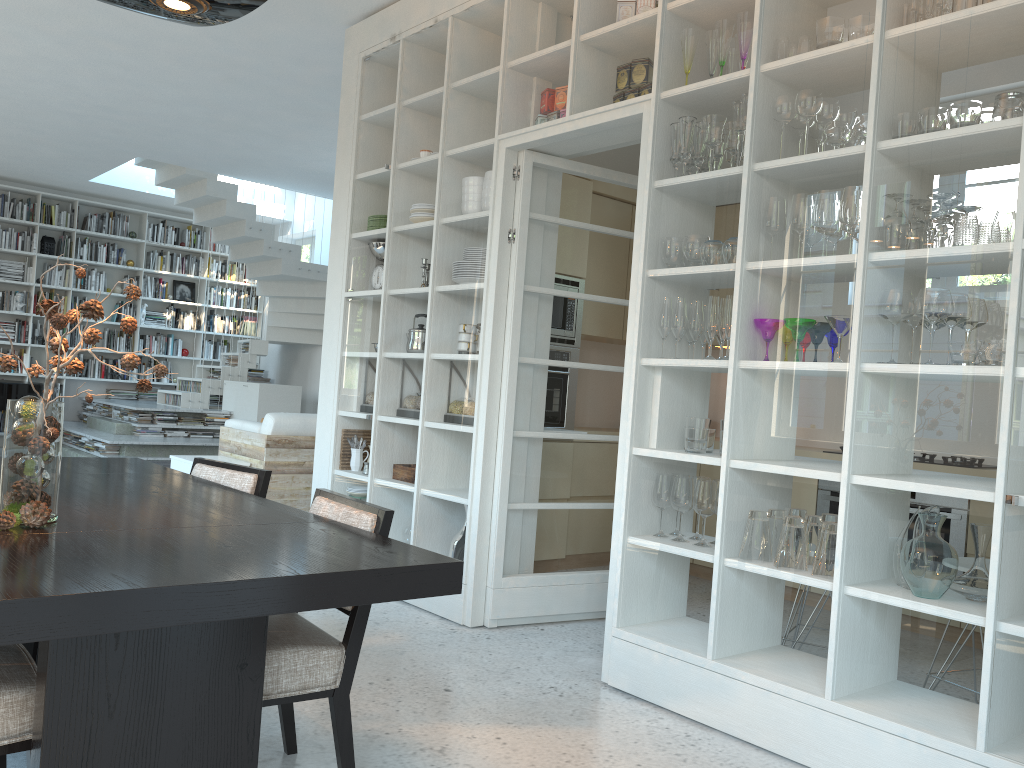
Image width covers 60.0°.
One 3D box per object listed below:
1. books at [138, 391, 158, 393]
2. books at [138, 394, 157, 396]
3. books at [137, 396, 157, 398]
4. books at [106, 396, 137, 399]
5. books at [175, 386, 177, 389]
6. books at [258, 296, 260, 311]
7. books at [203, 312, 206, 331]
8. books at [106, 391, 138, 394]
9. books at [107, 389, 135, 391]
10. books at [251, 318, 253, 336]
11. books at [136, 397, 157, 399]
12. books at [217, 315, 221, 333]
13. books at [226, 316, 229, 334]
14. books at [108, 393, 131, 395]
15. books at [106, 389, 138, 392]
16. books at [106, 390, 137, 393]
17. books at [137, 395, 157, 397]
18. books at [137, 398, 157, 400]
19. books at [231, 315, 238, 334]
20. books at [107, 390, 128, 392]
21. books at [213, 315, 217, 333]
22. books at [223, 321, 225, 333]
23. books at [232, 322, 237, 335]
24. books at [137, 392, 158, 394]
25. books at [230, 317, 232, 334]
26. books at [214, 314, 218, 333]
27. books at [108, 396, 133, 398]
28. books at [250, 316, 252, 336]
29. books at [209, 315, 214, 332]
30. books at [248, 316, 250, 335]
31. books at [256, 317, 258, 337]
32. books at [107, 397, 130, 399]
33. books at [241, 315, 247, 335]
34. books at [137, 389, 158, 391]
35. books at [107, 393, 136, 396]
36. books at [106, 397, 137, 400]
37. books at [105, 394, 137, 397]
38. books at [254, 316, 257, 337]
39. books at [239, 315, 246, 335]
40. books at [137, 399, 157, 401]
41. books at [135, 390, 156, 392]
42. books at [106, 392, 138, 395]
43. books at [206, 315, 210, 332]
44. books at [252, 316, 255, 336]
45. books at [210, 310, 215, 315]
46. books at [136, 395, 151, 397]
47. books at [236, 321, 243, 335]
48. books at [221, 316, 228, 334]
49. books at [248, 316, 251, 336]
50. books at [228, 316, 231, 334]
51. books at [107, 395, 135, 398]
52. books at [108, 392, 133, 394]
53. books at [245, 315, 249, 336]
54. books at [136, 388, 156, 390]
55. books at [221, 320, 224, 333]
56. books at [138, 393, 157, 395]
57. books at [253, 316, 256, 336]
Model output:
[{"bbox_3d":[-4.879,0.106,11.873,0.285,0.005,0.159,5,-1,-42],"label":"books"},{"bbox_3d":[-4.881,0.145,11.876,0.254,0.007,0.161,5,-1,-39],"label":"books"},{"bbox_3d":[-4.878,0.173,11.872,0.254,0.007,0.161,5,-1,-44],"label":"books"},{"bbox_3d":[-5.135,0.178,11.651,0.346,0.007,0.193,5,-1,-35],"label":"books"},{"bbox_3d":[-4.475,0.056,12.160,0.204,0.035,0.266,5,-1,-39],"label":"books"},{"bbox_3d":[-3.686,-1.152,12.786,0.021,0.219,0.184,4,0,-40],"label":"books"},{"bbox_3d":[-4.294,-0.862,12.287,0.025,0.277,0.160,4,0,-40],"label":"books"},{"bbox_3d":[-5.127,0.110,11.653,0.193,0.007,0.346,4,-1,45],"label":"books"},{"bbox_3d":[-5.130,0.080,11.660,0.346,0.007,0.193,5,-1,-38],"label":"books"},{"bbox_3d":[-3.767,-0.827,12.737,0.018,0.293,0.169,4,0,-40],"label":"books"},{"bbox_3d":[-4.881,0.186,11.870,0.285,0.007,0.159,5,-1,-44],"label":"books"},{"bbox_3d":[-4.125,-0.840,12.424,0.056,0.261,0.176,4,0,-40],"label":"books"},{"bbox_3d":[-4.047,-0.833,12.512,0.029,0.259,0.171,4,0,-40],"label":"books"},{"bbox_3d":[-5.129,0.133,11.654,0.308,0.008,0.195,5,-1,-35],"label":"books"},{"bbox_3d":[-5.131,0.088,11.660,0.346,0.007,0.193,5,-1,-42],"label":"books"},{"bbox_3d":[-5.132,0.103,11.660,0.346,0.007,0.193,5,-1,-38],"label":"books"},{"bbox_3d":[-4.878,0.159,11.872,0.254,0.007,0.161,5,-1,-44],"label":"books"},{"bbox_3d":[-4.888,0.200,11.877,0.254,0.007,0.161,5,-1,-40],"label":"books"},{"bbox_3d":[-3.951,-0.834,12.594,0.026,0.278,0.169,4,0,-40],"label":"books"},{"bbox_3d":[-5.131,0.095,11.660,0.308,0.008,0.195,5,-1,-38],"label":"books"},{"bbox_3d":[-4.174,-0.837,12.384,0.026,0.245,0.180,4,0,-40],"label":"books"},{"bbox_3d":[-4.092,-0.799,12.483,0.030,0.184,0.137,4,0,-40],"label":"books"},{"bbox_3d":[-3.956,-0.786,12.557,0.024,0.181,0.191,4,0,-40],"label":"books"},{"bbox_3d":[-4.881,0.117,11.879,0.285,0.007,0.159,5,-1,-40],"label":"books"},{"bbox_3d":[-4.007,-0.824,12.560,0.025,0.249,0.133,4,0,-40],"label":"books"},{"bbox_3d":[-4.163,-0.845,12.409,0.022,0.265,0.157,4,0,-40],"label":"books"},{"bbox_3d":[-5.136,0.170,11.653,0.308,0.008,0.195,5,-1,-36],"label":"books"},{"bbox_3d":[-3.778,-0.828,12.722,0.018,0.293,0.169,4,0,-40],"label":"books"},{"bbox_3d":[-4.203,-0.838,12.361,0.022,0.243,0.170,4,0,-40],"label":"books"},{"bbox_3d":[-3.808,-0.831,12.702,0.018,0.293,0.169,4,0,-40],"label":"books"},{"bbox_3d":[-3.711,-0.823,12.784,0.018,0.293,0.169,4,0,-40],"label":"books"},{"bbox_3d":[-5.138,0.185,11.653,0.308,0.008,0.195,5,-1,-44],"label":"books"},{"bbox_3d":[-3.840,-0.833,12.674,0.033,0.294,0.169,4,0,-40],"label":"books"},{"bbox_3d":[-4.874,0.079,11.869,0.285,0.005,0.159,5,-1,-44],"label":"books"},{"bbox_3d":[-5.140,0.140,11.662,0.308,0.008,0.195,5,-1,-40],"label":"books"},{"bbox_3d":[-5.138,0.192,11.653,0.346,0.007,0.193,5,-1,-36],"label":"books"},{"bbox_3d":[-5.138,0.155,11.658,0.346,0.007,0.193,5,-1,-42],"label":"books"},{"bbox_3d":[-3.718,-0.823,12.764,0.018,0.293,0.169,4,0,-40],"label":"books"},{"bbox_3d":[-3.869,-0.833,12.650,0.072,0.291,0.169,4,0,-40],"label":"books"},{"bbox_3d":[-4.889,0.214,11.878,0.285,0.007,0.159,5,-1,-40],"label":"books"},{"bbox_3d":[-4.880,0.095,11.875,0.285,0.005,0.159,5,-1,-39],"label":"books"},{"bbox_3d":[-5.131,0.125,11.658,0.346,0.007,0.193,5,-1,-43],"label":"books"},{"bbox_3d":[-4.254,-0.838,12.354,0.066,0.236,0.144,4,0,-40],"label":"books"},{"bbox_3d":[-3.750,-0.826,12.745,0.018,0.293,0.169,4,0,-40],"label":"books"},{"bbox_3d":[-4.199,-0.877,12.387,0.012,0.322,0.141,4,0,-40],"label":"books"},{"bbox_3d":[-4.881,0.165,11.875,0.285,0.007,0.159,5,-1,-38],"label":"books"},{"bbox_3d":[-3.902,-0.796,12.623,0.089,0.217,0.167,4,0,-40],"label":"books"},{"bbox_3d":[-4.060,-0.828,12.487,0.022,0.247,0.181,4,0,-40],"label":"books"},{"bbox_3d":[-3.794,-0.829,12.713,0.018,0.293,0.169,4,0,-40],"label":"books"},{"bbox_3d":[-4.019,-0.828,12.546,0.012,0.254,0.161,4,0,-40],"label":"books"},{"bbox_3d":[-5.139,0.162,11.657,0.308,0.008,0.195,5,-1,-38],"label":"books"},{"bbox_3d":[-5.133,0.117,11.660,0.346,0.007,0.193,5,-1,-38],"label":"books"},{"bbox_3d":[-3.813,-0.831,12.679,0.018,0.293,0.169,4,0,-40],"label":"books"},{"bbox_3d":[-4.872,0.068,11.873,0.285,0.005,0.159,5,-1,-43],"label":"books"},{"bbox_3d":[-4.098,-0.802,12.450,0.023,0.189,0.169,4,0,-40],"label":"books"},{"bbox_3d":[-4.880,0.131,11.876,0.254,0.007,0.161,5,-1,-39],"label":"books"},{"bbox_3d":[-3.739,-0.825,12.760,0.018,0.293,0.169,4,0,-40],"label":"books"}]
